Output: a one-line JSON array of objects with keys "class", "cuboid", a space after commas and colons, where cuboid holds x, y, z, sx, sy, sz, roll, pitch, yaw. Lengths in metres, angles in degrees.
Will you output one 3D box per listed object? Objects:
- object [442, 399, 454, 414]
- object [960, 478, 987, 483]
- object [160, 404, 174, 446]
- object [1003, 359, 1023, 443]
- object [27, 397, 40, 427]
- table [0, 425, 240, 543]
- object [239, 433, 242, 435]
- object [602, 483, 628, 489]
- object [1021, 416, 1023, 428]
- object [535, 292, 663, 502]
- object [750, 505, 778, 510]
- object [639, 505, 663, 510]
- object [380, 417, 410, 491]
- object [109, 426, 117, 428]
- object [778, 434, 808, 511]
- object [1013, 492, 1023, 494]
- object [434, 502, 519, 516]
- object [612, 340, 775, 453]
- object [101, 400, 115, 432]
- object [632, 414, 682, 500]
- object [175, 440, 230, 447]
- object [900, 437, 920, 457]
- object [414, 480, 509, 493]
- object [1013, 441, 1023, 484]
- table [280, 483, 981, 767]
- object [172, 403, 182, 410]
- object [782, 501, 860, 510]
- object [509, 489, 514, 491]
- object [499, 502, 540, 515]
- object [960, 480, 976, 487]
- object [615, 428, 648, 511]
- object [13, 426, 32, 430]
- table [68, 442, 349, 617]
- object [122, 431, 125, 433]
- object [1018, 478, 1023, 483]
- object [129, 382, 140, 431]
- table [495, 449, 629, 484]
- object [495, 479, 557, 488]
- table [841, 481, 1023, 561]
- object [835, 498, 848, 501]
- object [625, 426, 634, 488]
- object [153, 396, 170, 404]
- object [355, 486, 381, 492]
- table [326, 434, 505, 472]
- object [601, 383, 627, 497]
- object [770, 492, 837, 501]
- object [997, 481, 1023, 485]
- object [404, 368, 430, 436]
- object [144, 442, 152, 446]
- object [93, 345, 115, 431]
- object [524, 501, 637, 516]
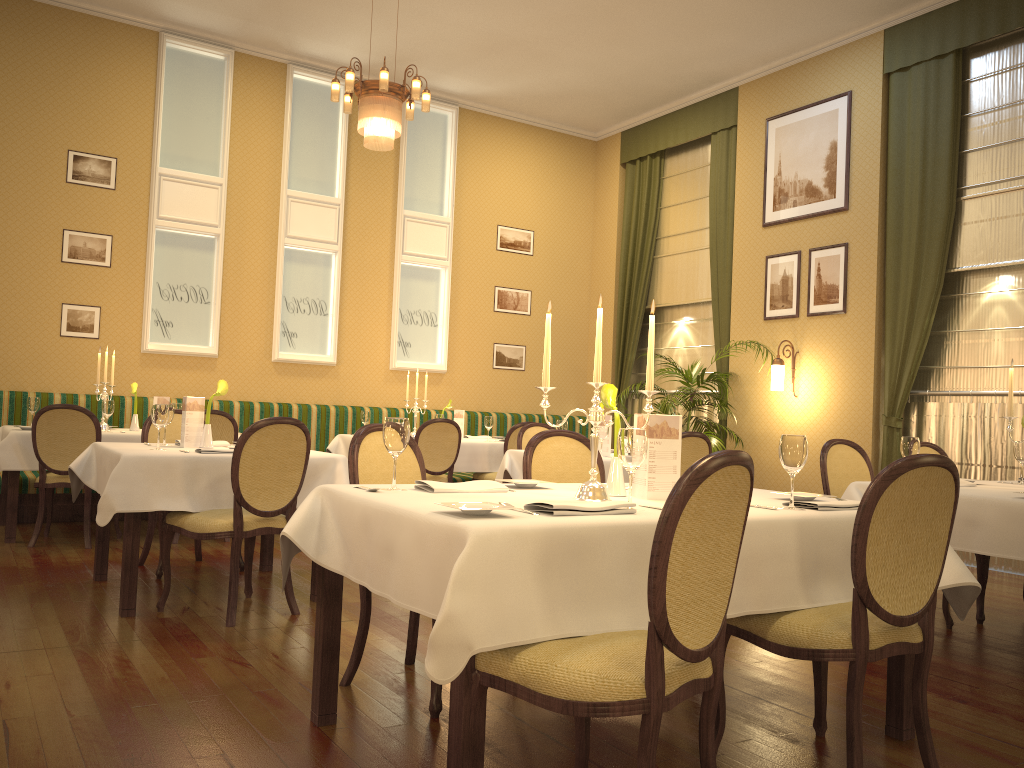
[{"class": "object", "cuboid": [-0.627, 0.325, 8.334, 0.076, 0.375, 0.163, 1, -3, 45]}, {"class": "object", "cuboid": [2.312, 0.498, 4.523, 0.160, 0.024, 0.160, 4, -2, -32]}, {"class": "object", "cuboid": [-1.929, 0.226, 4.933, 0.088, 0.229, 0.088, 2, -2, 10]}, {"class": "object", "cuboid": [2.528, 0.183, 4.183, 0.390, 0.655, 0.131, 2, -2, 24]}, {"class": "object", "cuboid": [-3.640, 0.214, 6.736, 0.088, 0.229, 0.088, 2, -2, 16]}, {"class": "table", "cuboid": [-2.868, 0.740, 6.795, 2.152, 0.759, 1.385, 4, -2, -32]}, {"class": "object", "cuboid": [-2.100, 0.394, 6.930, 0.038, 0.015, 0.181, 4, -2, -30]}, {"class": "object", "cuboid": [0.392, 0.379, 3.270, 0.017, 0.010, 0.185, 4, -2, -31]}, {"class": "object", "cuboid": [2.606, 0.330, 4.398, 0.076, 0.375, 0.163, 3, -2, -10]}, {"class": "object", "cuboid": [0.264, 0.037, 2.768, 0.390, 0.655, 0.131, 2, -2, 2]}, {"class": "object", "cuboid": [0.748, 0.377, 2.755, 0.017, 0.010, 0.185, 4, -2, -32]}, {"class": "object", "cuboid": [0.424, 0.356, 2.552, 0.017, 0.010, 0.185, 4, -2, -32]}, {"class": "object", "cuboid": [-0.369, 0.221, 2.810, 0.088, 0.229, 0.088, 2, -2, 16]}, {"class": "object", "cuboid": [-3.224, 0.346, 7.034, 0.160, 0.024, 0.160, 4, -2, -32]}, {"class": "object", "cuboid": [0.866, 0.272, 2.735, 0.088, 0.229, 0.088, 2, -2, 16]}, {"class": "object", "cuboid": [2.175, 0.462, 3.635, 0.160, 0.024, 0.160, 4, -2, -32]}, {"class": "object", "cuboid": [-0.090, 0.316, 2.220, 0.160, 0.024, 0.160, 4, -2, -32]}, {"class": "object", "cuboid": [1.675, 0.475, 8.371, 1.496, 1.807, 1.552, 1, -3, 39]}, {"class": "object", "cuboid": [-2.934, 0.234, 6.434, 0.088, 0.229, 0.088, 2, -2, 16]}, {"class": "object", "cuboid": [0.456, 0.237, 2.884, 0.166, 0.277, 0.081, 1, -2, 29]}, {"class": "object", "cuboid": [-1.753, 0.338, 5.029, 0.273, 0.033, 0.142, 4, -2, -32]}, {"class": "object", "cuboid": [1.895, 0.367, 4.225, 0.088, 0.229, 0.088, 2, -2, 16]}, {"class": "object", "cuboid": [-0.163, 0.333, 2.876, 0.273, 0.033, 0.142, 4, -2, -32]}, {"class": "object", "cuboid": [2.728, 0.420, 4.740, 0.088, 0.229, 0.088, 2, -2, 16]}, {"class": "table", "cuboid": [0.403, 0.747, 2.869, 2.152, 0.759, 1.385, 4, -2, -32]}, {"class": "object", "cuboid": [-2.536, 0.260, 6.694, 0.088, 0.229, 0.088, 2, -2, 16]}, {"class": "object", "cuboid": [1.015, 0.386, 2.843, 0.273, 0.024, 0.142, 4, -2, -32]}, {"class": "object", "cuboid": [-0.035, 0.351, 3.003, 0.017, 0.010, 0.185, 4, -2, -31]}, {"class": "object", "cuboid": [0.016, 0.329, 2.343, 0.038, 0.015, 0.181, 4, -2, -30]}, {"class": "object", "cuboid": [2.102, 0.479, 4.291, 0.273, 0.033, 0.142, 4, -2, -32]}, {"class": "object", "cuboid": [0.337, 0.241, 2.508, 0.088, 0.229, 0.088, 2, -2, 10]}, {"class": "object", "cuboid": [-3.361, 0.309, 6.146, 0.160, 0.024, 0.160, 4, -2, -32]}, {"class": "table", "cuboid": [-1.588, 0.725, 4.745, 1.395, 0.759, 1.389, 4, -2, -30]}, {"class": "object", "cuboid": [-2.847, 0.349, 6.478, 0.017, 0.010, 0.185, 4, -2, -32]}, {"class": "object", "cuboid": [2.903, 0.532, 4.835, 0.273, 0.033, 0.142, 4, -2, -32]}, {"class": "object", "cuboid": [-2.908, 0.176, 6.831, 0.076, 0.375, 0.163, 3, -2, -10]}, {"class": "table", "cuboid": [0.697, 0.872, 6.173, 1.395, 0.759, 1.389, 4, -2, -30]}, {"class": "object", "cuboid": [0.047, 0.352, 3.108, 0.160, 0.024, 0.160, 4, -2, -32]}, {"class": "table", "cuboid": [2.667, 0.893, 4.285, 2.152, 0.759, 1.385, 4, -2, -32]}, {"class": "object", "cuboid": [1.171, 0.401, 3.004, 0.038, 0.015, 0.181, 4, -2, -30]}, {"class": "object", "cuboid": [0.464, 0.274, 3.325, 0.088, 0.229, 0.088, 2, -2, 16]}, {"class": "object", "cuboid": [-2.697, 0.238, 6.885, 0.081, 0.277, 0.166, 2, -2, 19]}, {"class": "object", "cuboid": [-0.452, 0.323, 2.764, 0.038, 0.015, 0.181, 4, -2, -30]}, {"class": "table", "cuboid": [-0.582, 0.887, 8.224, 2.152, 0.759, 1.385, 4, -2, -32]}, {"class": "object", "cuboid": [0.341, 0.184, 2.982, 0.076, 0.375, 0.163, 3, -2, -10]}, {"class": "object", "cuboid": [1.004, 0.392, 3.059, 0.160, 0.024, 0.160, 4, -2, -32]}, {"class": "object", "cuboid": [2.657, 0.525, 4.685, 0.017, 0.010, 0.185, 4, -2, -31]}, {"class": "object", "cuboid": [-0.879, 0.171, 8.128, 0.131, 0.655, 0.390, 3, -2, -26]}, {"class": "object", "cuboid": [-2.000, 0.331, 4.878, 0.017, 0.010, 0.185, 4, -2, -31]}, {"class": "object", "cuboid": [-3.093, 0.028, 6.736, 0.131, 0.655, 0.390, 3, -2, -18]}, {"class": "object", "cuboid": [0.184, 0.331, 2.385, 0.273, 0.033, 0.142, 4, -2, -32]}]
